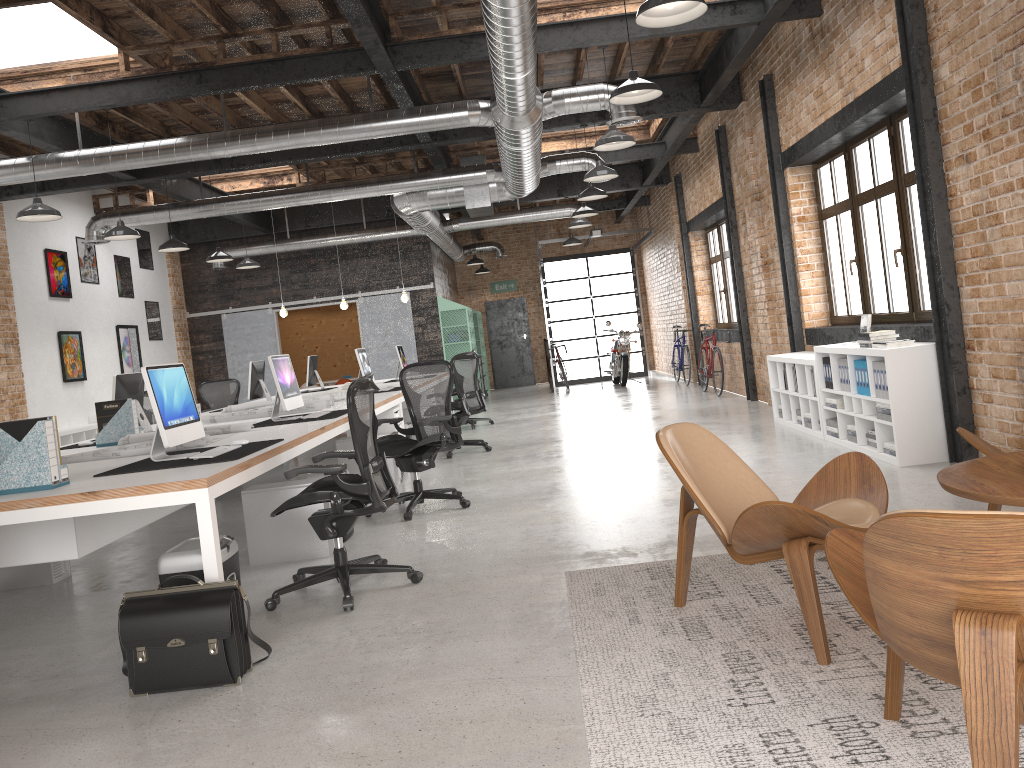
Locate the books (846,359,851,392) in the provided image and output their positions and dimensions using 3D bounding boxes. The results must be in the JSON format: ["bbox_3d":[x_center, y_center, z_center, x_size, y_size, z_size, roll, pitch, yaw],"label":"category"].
[{"bbox_3d":[2.738,-0.077,6.887,0.232,0.261,0.062,-7,0,1],"label":"books"}]

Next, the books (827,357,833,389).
[{"bbox_3d":[2.742,-0.100,7.313,0.232,0.261,0.062,-7,0,1],"label":"books"}]

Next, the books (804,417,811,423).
[{"bbox_3d":[2.769,0.305,7.968,0.207,0.067,0.275,-7,3,2],"label":"books"}]

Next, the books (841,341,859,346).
[{"bbox_3d":[2.740,-0.323,7.015,0.174,0.021,0.273,-7,3,2],"label":"books"}]

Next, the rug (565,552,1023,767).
[{"bbox_3d":[1.578,0.853,2.854,2.728,0.004,3.000,-7,3,2],"label":"rug"}]

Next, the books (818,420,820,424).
[{"bbox_3d":[2.804,0.320,7.662,0.222,0.055,0.282,-7,3,2],"label":"books"}]

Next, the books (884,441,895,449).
[{"bbox_3d":[2.747,0.414,6.171,0.214,0.046,0.252,-7,3,2],"label":"books"}]

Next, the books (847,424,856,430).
[{"bbox_3d":[2.759,0.319,6.893,0.214,0.052,0.252,-7,3,2],"label":"books"}]

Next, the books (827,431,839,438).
[{"bbox_3d":[2.760,0.395,7.347,0.207,0.061,0.274,-7,3,2],"label":"books"}]

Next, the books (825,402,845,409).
[{"bbox_3d":[2.730,0.159,7.299,0.207,0.061,0.274,-7,3,2],"label":"books"}]

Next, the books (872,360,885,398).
[{"bbox_3d":[2.711,-0.044,6.319,0.232,0.261,0.062,-7,0,1],"label":"books"}]

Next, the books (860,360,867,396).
[{"bbox_3d":[2.717,-0.057,6.555,0.232,0.261,0.062,-7,0,1],"label":"books"}]

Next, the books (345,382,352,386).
[{"bbox_3d":[-1.866,-0.007,10.350,0.153,0.030,0.185,-7,3,0],"label":"books"}]

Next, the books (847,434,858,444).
[{"bbox_3d":[2.775,0.412,6.912,0.217,0.072,0.290,-7,3,2],"label":"books"}]

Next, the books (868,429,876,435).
[{"bbox_3d":[2.788,0.346,6.575,0.199,0.054,0.240,-7,3,2],"label":"books"}]

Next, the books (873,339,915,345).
[{"bbox_3d":[2.680,-0.296,6.217,0.202,0.012,0.251,-7,3,3],"label":"books"}]

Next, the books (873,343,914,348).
[{"bbox_3d":[2.676,-0.268,6.215,0.187,0.014,0.253,-7,3,2],"label":"books"}]

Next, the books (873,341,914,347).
[{"bbox_3d":[2.675,-0.282,6.220,0.187,0.014,0.248,-7,3,0],"label":"books"}]

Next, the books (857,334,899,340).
[{"bbox_3d":[2.681,-0.343,6.488,0.211,0.023,0.259,-7,3,2],"label":"books"}]

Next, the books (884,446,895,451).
[{"bbox_3d":[2.750,0.432,6.175,0.219,0.034,0.260,-7,3,2],"label":"books"}]

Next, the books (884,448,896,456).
[{"bbox_3d":[2.751,0.458,6.183,0.207,0.061,0.274,-7,3,2],"label":"books"}]

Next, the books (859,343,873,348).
[{"bbox_3d":[2.686,-0.293,6.489,0.191,0.032,0.259,-7,3,4],"label":"books"}]

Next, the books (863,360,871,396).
[{"bbox_3d":[2.715,-0.053,6.490,0.232,0.261,0.062,-7,0,1],"label":"books"}]

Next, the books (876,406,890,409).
[{"bbox_3d":[2.696,0.140,6.176,0.219,0.039,0.260,-7,3,2],"label":"books"}]

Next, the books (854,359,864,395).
[{"bbox_3d":[2.720,-0.064,6.683,0.232,0.261,0.062,-7,0,1],"label":"books"}]

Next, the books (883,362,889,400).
[{"bbox_3d":[2.706,-0.033,6.126,0.232,0.261,0.062,-7,0,1],"label":"books"}]

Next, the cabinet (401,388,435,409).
[{"bbox_3d":[-1.213,0.412,11.371,0.459,0.648,0.388,-7,1,2],"label":"cabinet"}]

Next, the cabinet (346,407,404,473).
[{"bbox_3d":[-1.286,0.578,8.409,0.459,0.648,0.388,-7,1,2],"label":"cabinet"}]

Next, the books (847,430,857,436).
[{"bbox_3d":[2.762,0.363,6.905,0.207,0.067,0.275,-7,3,2],"label":"books"}]

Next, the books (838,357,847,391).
[{"bbox_3d":[2.743,-0.088,7.080,0.232,0.261,0.062,-7,0,1],"label":"books"}]

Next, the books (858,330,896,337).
[{"bbox_3d":[2.675,-0.369,6.497,0.190,0.028,0.240,-7,3,4],"label":"books"}]

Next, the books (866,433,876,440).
[{"bbox_3d":[2.797,0.377,6.600,0.222,0.055,0.282,-7,3,2],"label":"books"}]

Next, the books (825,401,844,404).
[{"bbox_3d":[2.730,0.133,7.291,0.219,0.034,0.260,-7,3,2],"label":"books"}]

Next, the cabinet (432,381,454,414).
[{"bbox_3d":[-1.160,0.293,13.513,0.459,0.648,0.388,-7,1,2],"label":"cabinet"}]

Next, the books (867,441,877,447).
[{"bbox_3d":[2.787,0.436,6.601,0.184,0.049,0.262,-7,3,2],"label":"books"}]

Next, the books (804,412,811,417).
[{"bbox_3d":[2.766,0.262,7.956,0.214,0.052,0.252,-7,3,2],"label":"books"}]

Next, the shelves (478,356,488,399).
[{"bbox_3d":[-0.824,-0.106,18.234,0.567,0.855,0.986,-7,2,2],"label":"shelves"}]

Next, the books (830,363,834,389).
[{"bbox_3d":[2.741,-0.096,7.248,0.232,0.261,0.062,-7,0,1],"label":"books"}]

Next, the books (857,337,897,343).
[{"bbox_3d":[2.676,-0.320,6.497,0.191,0.023,0.242,-7,3,0],"label":"books"}]

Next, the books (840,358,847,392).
[{"bbox_3d":[2.741,-0.084,7.016,0.232,0.261,0.062,-7,0,1],"label":"books"}]

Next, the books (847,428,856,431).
[{"bbox_3d":[2.762,0.336,6.897,0.219,0.039,0.260,-7,3,2],"label":"books"}]

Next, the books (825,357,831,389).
[{"bbox_3d":[2.744,-0.104,7.378,0.232,0.261,0.062,-7,0,1],"label":"books"}]

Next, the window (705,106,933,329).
[{"bbox_3d":[3.173,-1.493,10.337,0.147,1.690,8.646,-7,3,2],"label":"window"}]

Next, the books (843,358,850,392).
[{"bbox_3d":[2.740,-0.081,6.952,0.232,0.261,0.062,-7,0,1],"label":"books"}]

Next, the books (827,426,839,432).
[{"bbox_3d":[2.757,0.351,7.334,0.214,0.046,0.252,-7,3,2],"label":"books"}]

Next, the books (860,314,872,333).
[{"bbox_3d":[2.930,-0.465,7.339,0.065,0.224,0.161,-7,1,2],"label":"books"}]

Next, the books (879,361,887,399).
[{"bbox_3d":[2.708,-0.037,6.191,0.232,0.261,0.062,-7,0,1],"label":"books"}]

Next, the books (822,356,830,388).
[{"bbox_3d":[2.745,-0.107,7.441,0.232,0.261,0.062,-7,0,1],"label":"books"}]

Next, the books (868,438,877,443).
[{"bbox_3d":[2.776,0.408,6.588,0.163,0.047,0.239,-7,3,2],"label":"books"}]

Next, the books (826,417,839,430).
[{"bbox_3d":[2.757,0.314,7.353,0.217,0.078,0.291,-7,3,2],"label":"books"}]

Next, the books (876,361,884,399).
[{"bbox_3d":[2.710,-0.040,6.256,0.232,0.261,0.062,-7,0,1],"label":"books"}]

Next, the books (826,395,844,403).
[{"bbox_3d":[2.727,0.115,7.286,0.214,0.046,0.252,-7,3,2],"label":"books"}]

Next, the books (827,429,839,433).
[{"bbox_3d":[2.760,0.369,7.339,0.219,0.034,0.260,-7,3,2],"label":"books"}]

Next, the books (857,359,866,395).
[{"bbox_3d":[2.719,-0.061,6.620,0.232,0.261,0.062,-7,0,1],"label":"books"}]

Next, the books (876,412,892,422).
[{"bbox_3d":[2.709,0.216,6.191,0.217,0.072,0.290,-7,3,2],"label":"books"}]

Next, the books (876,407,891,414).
[{"bbox_3d":[2.696,0.166,6.184,0.207,0.067,0.275,-7,3,2],"label":"books"}]

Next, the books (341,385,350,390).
[{"bbox_3d":[-1.847,0.022,10.348,0.192,0.044,0.258,-6,3,19],"label":"books"}]

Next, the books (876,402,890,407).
[{"bbox_3d":[2.693,0.122,6.172,0.214,0.052,0.252,-7,3,2],"label":"books"}]

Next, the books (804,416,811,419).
[{"bbox_3d":[2.769,0.279,7.960,0.219,0.039,0.260,-7,3,2],"label":"books"}]

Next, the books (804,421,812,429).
[{"bbox_3d":[2.782,0.355,7.975,0.217,0.072,0.290,-7,3,2],"label":"books"}]
